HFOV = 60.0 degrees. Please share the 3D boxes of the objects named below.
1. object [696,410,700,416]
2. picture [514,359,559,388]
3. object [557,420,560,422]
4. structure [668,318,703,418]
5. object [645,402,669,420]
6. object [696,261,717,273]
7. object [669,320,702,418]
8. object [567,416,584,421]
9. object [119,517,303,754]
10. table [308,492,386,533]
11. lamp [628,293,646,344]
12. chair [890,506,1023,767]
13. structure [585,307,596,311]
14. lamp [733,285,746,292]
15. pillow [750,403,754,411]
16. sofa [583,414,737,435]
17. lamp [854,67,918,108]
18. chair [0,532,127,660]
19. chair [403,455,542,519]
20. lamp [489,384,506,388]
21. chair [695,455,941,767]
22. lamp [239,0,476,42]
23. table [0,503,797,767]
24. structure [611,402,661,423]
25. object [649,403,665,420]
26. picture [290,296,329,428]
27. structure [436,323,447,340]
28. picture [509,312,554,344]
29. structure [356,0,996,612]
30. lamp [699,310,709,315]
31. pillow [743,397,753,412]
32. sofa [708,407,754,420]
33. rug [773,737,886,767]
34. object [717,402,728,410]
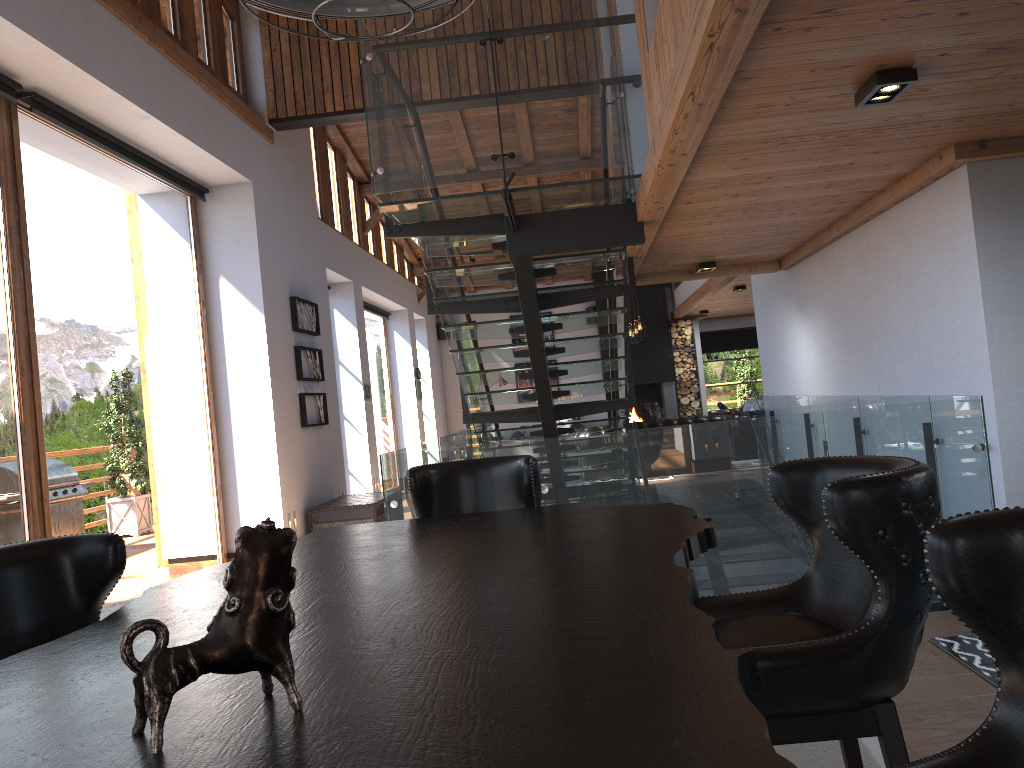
[{"bbox_3d":[3.694,0.914,17.621,0.269,0.795,0.262,-5,-2,-13],"label":"object"},{"bbox_3d":[0.523,-0.059,18.373,0.878,0.816,0.036,-6,-2,3],"label":"picture"},{"bbox_3d":[0.869,0.801,17.992,0.262,0.532,0.422,-5,-2,-28],"label":"object"},{"bbox_3d":[3.533,0.013,17.965,0.501,2.618,0.512,-6,-2,3],"label":"structure"},{"bbox_3d":[2.446,0.602,14.765,0.404,0.808,0.623,-6,-2,15],"label":"object"},{"bbox_3d":[1.779,-1.079,8.136,0.155,0.068,0.261,-6,-1,4],"label":"object"},{"bbox_3d":[3.528,0.020,17.974,0.493,2.613,0.467,-6,-2,3],"label":"object"},{"bbox_3d":[1.309,0.785,18.036,0.338,0.455,0.337,-7,-2,29],"label":"object"},{"bbox_3d":[-0.380,0.306,1.126,0.223,0.253,0.114,-5,-2,-34],"label":"object"},{"bbox_3d":[-1.577,1.420,9.161,0.683,0.470,1.256,-6,-1,4],"label":"table"},{"bbox_3d":[2.035,-1.816,15.466,0.262,2.202,0.800,-6,-2,-5],"label":"lamp"},{"bbox_3d":[0.620,0.706,0.899,0.571,1.092,0.501,-5,-2,-13],"label":"chair"},{"bbox_3d":[1.633,-1.407,18.276,0.213,0.349,0.214,-6,-2,3],"label":"structure"},{"bbox_3d":[3.428,-1.440,13.350,0.155,0.068,0.261,-6,-1,4],"label":"lamp"},{"bbox_3d":[4.185,0.467,15.091,0.282,0.469,0.529,-6,-1,7],"label":"pillow"},{"bbox_3d":[2.110,0.949,13.237,2.563,0.838,1.240,-6,-1,2],"label":"sofa"},{"bbox_3d":[1.430,-1.144,3.401,0.155,0.068,0.261,-6,-1,4],"label":"lamp"},{"bbox_3d":[-0.920,0.891,1.884,0.565,1.092,0.506,-6,-2,12],"label":"chair"},{"bbox_3d":[-0.098,0.825,3.145,0.504,1.092,0.568,-6,-2,2],"label":"chair"},{"bbox_3d":[-0.490,0.765,17.252,0.522,1.899,1.334,-7,-2,25],"label":"lamp"},{"bbox_3d":[0.641,0.724,1.863,0.568,1.092,0.504,-6,-2,2],"label":"chair"},{"bbox_3d":[-0.507,-3.007,1.717,0.629,4.686,0.613,-4,-2,-42],"label":"lamp"},{"bbox_3d":[-0.210,0.886,1.150,1.427,0.950,3.801,-6,-1,4],"label":"table"},{"bbox_3d":[2.515,0.666,17.866,0.981,0.514,0.183,-6,-2,3],"label":"structure"},{"bbox_3d":[2.892,0.874,17.467,0.311,1.018,0.304,-4,-2,-41],"label":"object"},{"bbox_3d":[-2.098,-0.216,9.206,0.059,1.312,0.775,-6,-2,4],"label":"picture"},{"bbox_3d":[-1.445,-1.095,18.420,0.213,0.349,0.214,-6,-2,3],"label":"structure"},{"bbox_3d":[0.424,-1.049,18.405,0.878,0.816,0.036,-6,-2,3],"label":"picture"},{"bbox_3d":[-1.656,1.218,6.560,9.198,6.400,11.038,-6,-1,4],"label":"structure"},{"bbox_3d":[3.710,-1.389,17.141,0.155,0.068,0.261,-6,-1,4],"label":"lamp"},{"bbox_3d":[4.235,0.476,15.770,0.282,0.469,0.529,-6,-1,7],"label":"pillow"},{"bbox_3d":[4.181,0.784,15.280,1.238,0.838,2.568,-6,-1,3],"label":"sofa"},{"bbox_3d":[-0.081,1.337,1.455,2.548,0.047,5.638,-6,-1,4],"label":"rug"},{"bbox_3d":[4.017,0.490,16.840,0.147,0.319,0.251,-7,-2,44],"label":"object"}]
